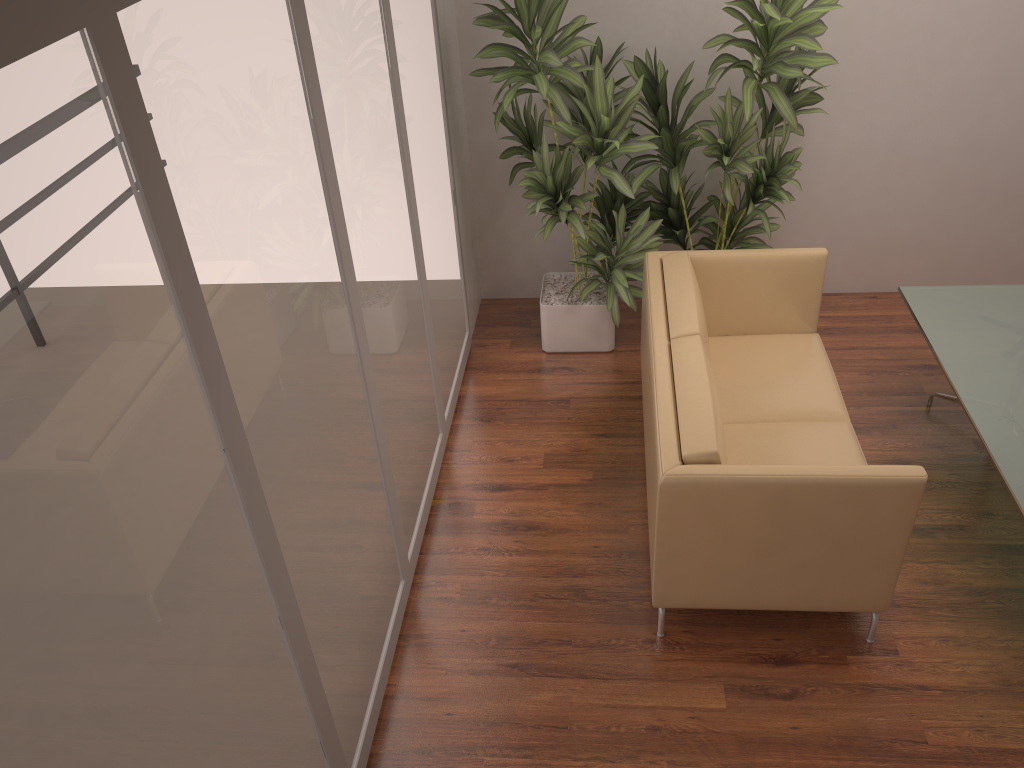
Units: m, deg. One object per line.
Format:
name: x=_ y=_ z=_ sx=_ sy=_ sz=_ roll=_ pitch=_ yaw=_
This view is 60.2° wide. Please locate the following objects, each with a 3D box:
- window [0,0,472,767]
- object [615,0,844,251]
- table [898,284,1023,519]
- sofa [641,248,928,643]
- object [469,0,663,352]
window: x=-0.707 y=0.574 z=1.090 sx=0.062 sy=3.433 sz=8.170 roll=0 pitch=35 yaw=6
object: x=1.062 y=-1.201 z=4.603 sx=1.078 sy=2.203 sz=0.925 roll=8 pitch=38 yaw=17
table: x=2.306 y=0.258 z=3.743 sx=0.940 sy=0.587 sz=1.785 roll=0 pitch=35 yaw=7
sofa: x=1.026 y=0.142 z=3.816 sx=0.879 sy=0.877 sz=1.719 roll=0 pitch=35 yaw=7
object: x=0.388 y=-1.190 z=4.671 sx=0.962 sy=2.203 sz=1.036 roll=11 pitch=39 yaw=21
